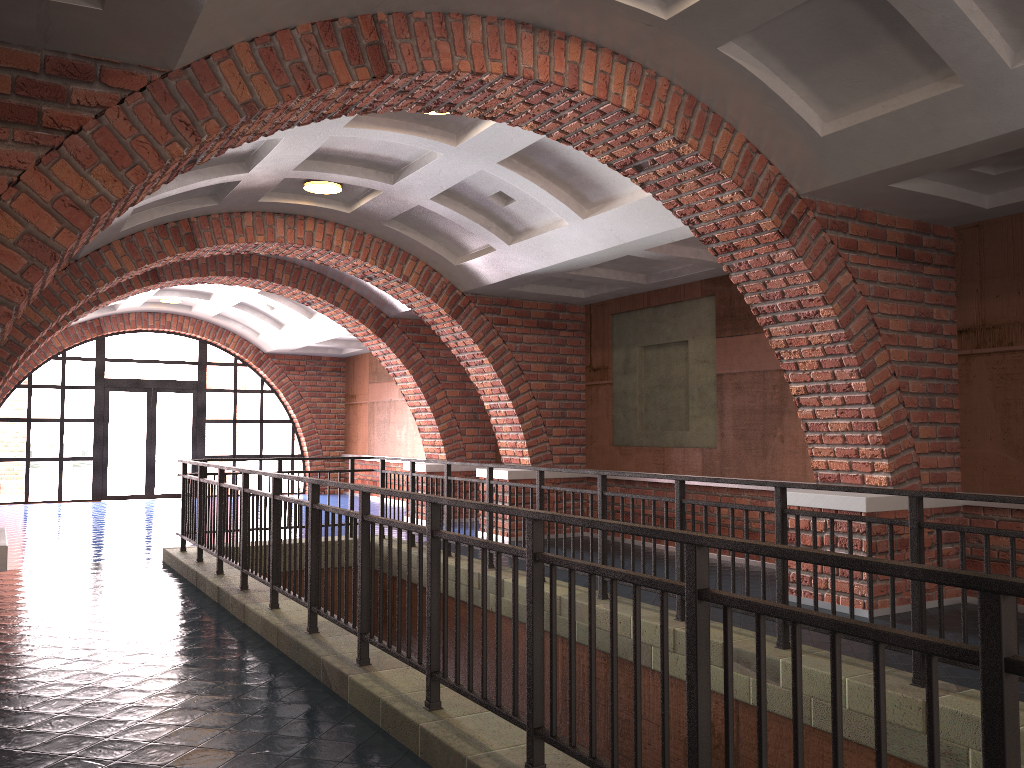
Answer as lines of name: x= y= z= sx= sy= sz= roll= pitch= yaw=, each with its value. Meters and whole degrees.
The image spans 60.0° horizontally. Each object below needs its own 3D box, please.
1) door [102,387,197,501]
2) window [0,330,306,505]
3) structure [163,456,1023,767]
door: x=-7.261 y=1.191 z=17.830 sx=1.754 sy=2.236 sz=0.040 roll=2 pitch=-4 yaw=-30
window: x=-7.212 y=0.625 z=17.883 sx=6.353 sy=3.471 sz=0.100 roll=2 pitch=-4 yaw=-30
structure: x=0.110 y=3.400 z=5.154 sx=2.464 sy=5.665 sz=11.176 roll=2 pitch=-4 yaw=-30
